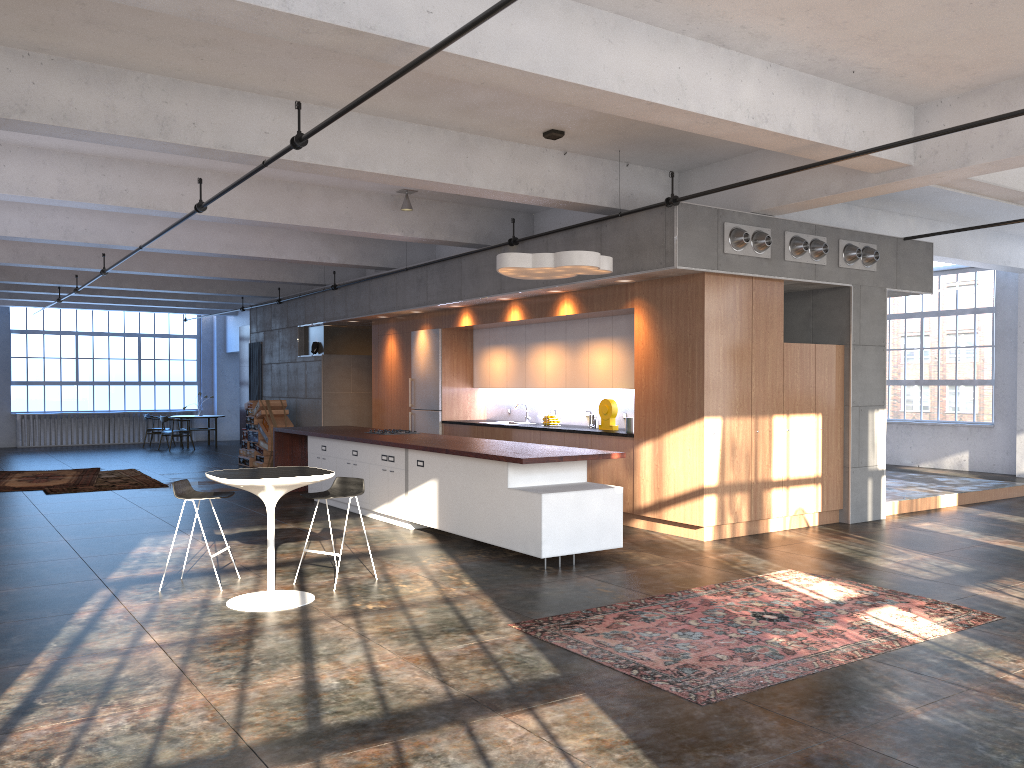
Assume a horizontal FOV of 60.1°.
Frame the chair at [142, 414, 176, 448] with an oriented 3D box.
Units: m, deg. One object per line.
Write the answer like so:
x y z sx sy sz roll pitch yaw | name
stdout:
-9.039 1.197 22.677 0.677 0.864 0.723 0 1 -7 | chair

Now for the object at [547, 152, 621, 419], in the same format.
0.489 0.435 11.769 0.058 0.060 0.052 0 1 -11 | object

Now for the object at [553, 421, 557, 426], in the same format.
0.567 0.527 11.804 0.072 0.063 0.065 0 1 21 | object

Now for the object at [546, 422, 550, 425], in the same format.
0.477 0.527 11.794 0.052 0.053 0.062 1 1 44 | object

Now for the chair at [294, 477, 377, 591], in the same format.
-1.420 1.215 7.130 0.455 0.896 0.514 1 1 33 | chair

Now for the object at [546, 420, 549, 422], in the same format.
0.472 0.507 11.878 0.061 0.053 0.053 0 1 38 | object

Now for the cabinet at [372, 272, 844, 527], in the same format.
0.735 0.158 12.867 2.426 2.563 7.944 0 0 -34 | cabinet

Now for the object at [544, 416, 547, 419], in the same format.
-1.771 -0.610 14.265 0.054 2.170 6.724 -1 1 -42 | object

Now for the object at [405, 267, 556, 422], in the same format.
0.554 0.476 11.789 0.053 0.053 0.061 0 1 -27 | object

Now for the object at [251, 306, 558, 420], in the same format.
0.592 0.454 11.828 0.053 0.052 0.062 0 0 14 | object

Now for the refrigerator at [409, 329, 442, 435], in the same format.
-1.296 0.257 13.833 0.224 2.192 0.936 -1 1 -36 | refrigerator

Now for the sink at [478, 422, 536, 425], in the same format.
-0.071 0.646 12.524 0.533 0.192 0.715 0 0 -34 | sink

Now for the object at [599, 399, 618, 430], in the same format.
1.162 0.369 10.709 0.101 0.381 0.269 -1 1 -34 | object

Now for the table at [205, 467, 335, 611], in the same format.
-1.772 1.125 6.505 0.844 0.952 0.812 0 1 -34 | table

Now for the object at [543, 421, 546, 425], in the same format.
0.783 -0.603 10.444 0.058 2.310 2.885 0 1 -14 | object

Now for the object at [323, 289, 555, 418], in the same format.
0.542 0.431 11.771 0.064 0.051 0.052 0 1 -41 | object

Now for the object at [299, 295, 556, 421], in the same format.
0.558 0.489 11.859 0.062 0.053 0.052 0 1 9 | object

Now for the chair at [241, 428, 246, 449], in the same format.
-6.094 1.131 21.116 0.669 0.988 0.419 -1 1 -34 | chair

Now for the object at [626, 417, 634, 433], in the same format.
1.393 0.468 10.116 0.188 0.170 0.192 0 1 15 | object

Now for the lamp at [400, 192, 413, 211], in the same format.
-1.294 -2.249 10.892 0.155 0.216 0.156 0 1 4 | lamp

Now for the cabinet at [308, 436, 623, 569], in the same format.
-0.904 1.151 10.100 0.940 0.930 5.535 0 0 -33 | cabinet

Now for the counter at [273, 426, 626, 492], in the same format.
-1.225 1.122 10.606 1.165 0.971 6.522 0 0 -33 | counter

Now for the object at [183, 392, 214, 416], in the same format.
-8.063 0.505 22.779 0.789 0.624 0.235 0 1 -32 | object

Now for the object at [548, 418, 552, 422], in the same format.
-1.396 -0.601 17.201 0.063 2.211 11.648 0 0 -19 | object

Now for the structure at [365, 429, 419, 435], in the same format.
-1.552 0.633 11.481 0.522 0.072 0.627 0 0 -34 | structure

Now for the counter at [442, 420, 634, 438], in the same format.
0.817 0.574 12.048 1.639 0.039 4.371 0 0 -34 | counter

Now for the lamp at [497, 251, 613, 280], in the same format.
0.421 -1.123 8.437 1.070 0.130 1.016 0 0 12 | lamp

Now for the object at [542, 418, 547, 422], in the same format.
-0.550 -0.611 12.423 2.368 2.229 0.054 0 1 31 | object

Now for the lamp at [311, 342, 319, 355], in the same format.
-3.676 -0.664 16.592 0.168 0.259 0.216 1 1 38 | lamp

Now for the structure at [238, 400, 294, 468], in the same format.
-4.845 0.954 17.257 0.651 1.315 1.875 -1 1 -33 | structure

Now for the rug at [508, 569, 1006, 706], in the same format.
1.651 1.582 5.965 2.941 0.029 1.817 0 0 -34 | rug

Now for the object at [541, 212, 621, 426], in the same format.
-1.564 0.996 17.902 0.964 1.215 12.979 0 0 -22 | object

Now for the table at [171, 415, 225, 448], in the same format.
-8.074 1.248 22.804 1.301 0.851 1.318 0 0 10 | table

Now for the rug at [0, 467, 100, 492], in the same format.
-7.892 1.580 14.871 1.906 0.048 3.465 0 0 -24 | rug

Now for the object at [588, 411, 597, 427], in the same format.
1.042 0.449 11.378 0.061 0.210 0.141 -1 1 -34 | object

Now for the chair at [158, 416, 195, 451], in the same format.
-8.187 1.196 21.590 0.712 0.864 0.687 1 1 43 | chair

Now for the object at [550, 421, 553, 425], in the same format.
0.523 0.521 11.761 0.052 0.057 0.060 0 1 3 | object
